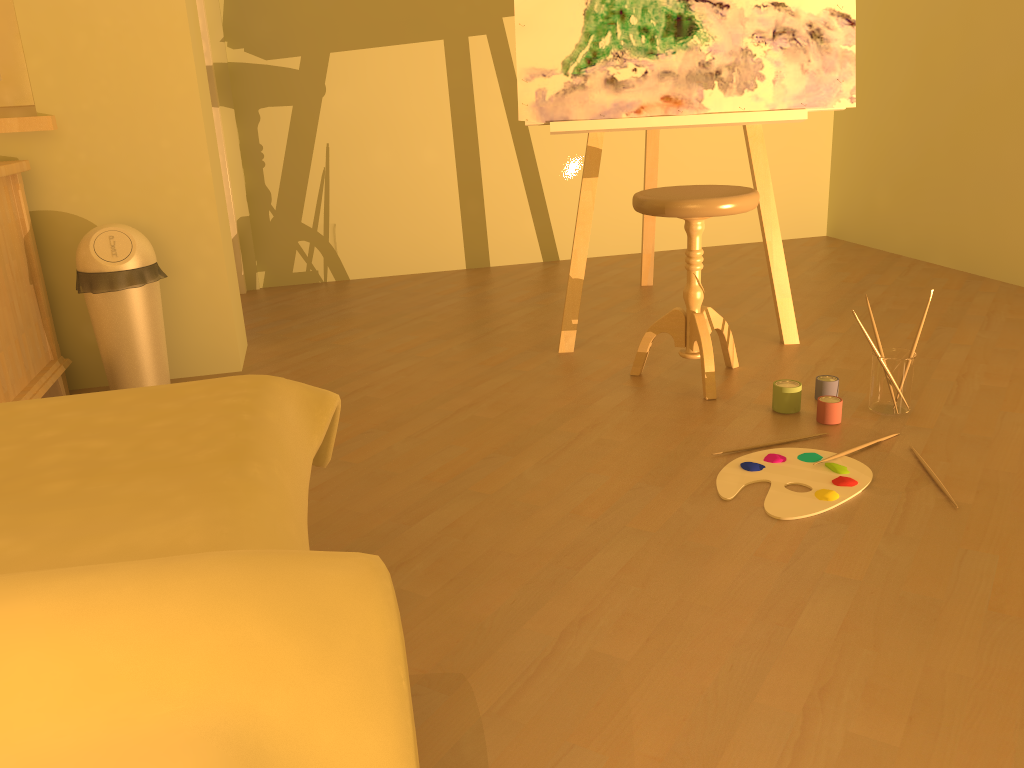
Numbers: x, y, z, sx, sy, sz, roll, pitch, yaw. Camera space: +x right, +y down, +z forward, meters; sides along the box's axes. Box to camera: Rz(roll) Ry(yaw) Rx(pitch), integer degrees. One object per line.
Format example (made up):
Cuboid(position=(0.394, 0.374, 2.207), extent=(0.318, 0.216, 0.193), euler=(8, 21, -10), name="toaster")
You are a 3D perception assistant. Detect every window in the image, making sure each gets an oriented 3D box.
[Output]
Cuboid(position=(-2.176, -1.337, 2.388), extent=(1.486, 1.263, 0.142), euler=(-7, 19, -11), name="window")

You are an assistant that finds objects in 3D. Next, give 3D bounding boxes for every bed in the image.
Cuboid(position=(-0.657, 0.341, 0.352), extent=(1.286, 0.894, 2.378), euler=(-7, 19, -11), name="bed")

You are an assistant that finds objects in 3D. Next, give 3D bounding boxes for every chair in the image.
Cuboid(position=(0.522, -0.273, 2.546), extent=(0.348, 0.551, 0.364), euler=(-3, 18, -1), name="chair")

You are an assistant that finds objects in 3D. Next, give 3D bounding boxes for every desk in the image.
Cuboid(position=(-2.001, -0.133, 2.259), extent=(1.396, 0.720, 0.684), euler=(-7, 19, -11), name="desk")

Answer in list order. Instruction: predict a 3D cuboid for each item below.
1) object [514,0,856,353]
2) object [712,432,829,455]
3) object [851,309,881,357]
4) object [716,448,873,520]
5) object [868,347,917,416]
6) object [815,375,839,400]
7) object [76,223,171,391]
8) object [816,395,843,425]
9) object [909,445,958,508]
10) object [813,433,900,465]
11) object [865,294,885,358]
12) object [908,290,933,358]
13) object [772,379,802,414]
Cuboid(position=(0.426, -1.063, 2.989), extent=(0.972, 1.896, 1.132), euler=(-13, 21, -28), name="object")
Cuboid(position=(0.627, 0.143, 2.138), extent=(0.325, 0.010, 0.010), euler=(-8, 19, -16), name="object")
Cuboid(position=(0.942, -0.060, 2.263), extent=(0.172, 0.278, 0.010), euler=(-3, 18, 0), name="object")
Cuboid(position=(0.614, 0.203, 1.955), extent=(0.366, 0.014, 0.288), euler=(-18, 24, -38), name="object")
Cuboid(position=(0.981, -0.005, 2.293), extent=(0.106, 0.157, 0.106), euler=(-18, 24, -38), name="object")
Cuboid(position=(0.856, 0.013, 2.413), extent=(0.060, 0.060, 0.060), euler=(-12, 21, -26), name="object")
Cuboid(position=(-1.142, -0.207, 2.635), extent=(0.248, 0.535, 0.255), euler=(4, 20, 21), name="object")
Cuboid(position=(0.808, 0.067, 2.258), extent=(0.060, 0.060, 0.060), euler=(-13, 21, -28), name="object")
Cuboid(position=(0.915, 0.196, 1.934), extent=(0.010, 0.010, 0.325), euler=(0, 19, 8), name="object")
Cuboid(position=(0.812, 0.150, 2.079), extent=(0.325, 0.015, 0.010), euler=(-15, 22, -32), name="object")
Cuboid(position=(0.961, -0.078, 2.306), extent=(0.010, 0.286, 0.159), euler=(-8, 19, -16), name="object")
Cuboid(position=(1.025, -0.085, 2.268), extent=(0.069, 0.319, 0.010), euler=(2, 19, 14), name="object")
Cuboid(position=(0.728, 0.033, 2.348), extent=(0.073, 0.073, 0.073), euler=(-5, 19, -7), name="object")
